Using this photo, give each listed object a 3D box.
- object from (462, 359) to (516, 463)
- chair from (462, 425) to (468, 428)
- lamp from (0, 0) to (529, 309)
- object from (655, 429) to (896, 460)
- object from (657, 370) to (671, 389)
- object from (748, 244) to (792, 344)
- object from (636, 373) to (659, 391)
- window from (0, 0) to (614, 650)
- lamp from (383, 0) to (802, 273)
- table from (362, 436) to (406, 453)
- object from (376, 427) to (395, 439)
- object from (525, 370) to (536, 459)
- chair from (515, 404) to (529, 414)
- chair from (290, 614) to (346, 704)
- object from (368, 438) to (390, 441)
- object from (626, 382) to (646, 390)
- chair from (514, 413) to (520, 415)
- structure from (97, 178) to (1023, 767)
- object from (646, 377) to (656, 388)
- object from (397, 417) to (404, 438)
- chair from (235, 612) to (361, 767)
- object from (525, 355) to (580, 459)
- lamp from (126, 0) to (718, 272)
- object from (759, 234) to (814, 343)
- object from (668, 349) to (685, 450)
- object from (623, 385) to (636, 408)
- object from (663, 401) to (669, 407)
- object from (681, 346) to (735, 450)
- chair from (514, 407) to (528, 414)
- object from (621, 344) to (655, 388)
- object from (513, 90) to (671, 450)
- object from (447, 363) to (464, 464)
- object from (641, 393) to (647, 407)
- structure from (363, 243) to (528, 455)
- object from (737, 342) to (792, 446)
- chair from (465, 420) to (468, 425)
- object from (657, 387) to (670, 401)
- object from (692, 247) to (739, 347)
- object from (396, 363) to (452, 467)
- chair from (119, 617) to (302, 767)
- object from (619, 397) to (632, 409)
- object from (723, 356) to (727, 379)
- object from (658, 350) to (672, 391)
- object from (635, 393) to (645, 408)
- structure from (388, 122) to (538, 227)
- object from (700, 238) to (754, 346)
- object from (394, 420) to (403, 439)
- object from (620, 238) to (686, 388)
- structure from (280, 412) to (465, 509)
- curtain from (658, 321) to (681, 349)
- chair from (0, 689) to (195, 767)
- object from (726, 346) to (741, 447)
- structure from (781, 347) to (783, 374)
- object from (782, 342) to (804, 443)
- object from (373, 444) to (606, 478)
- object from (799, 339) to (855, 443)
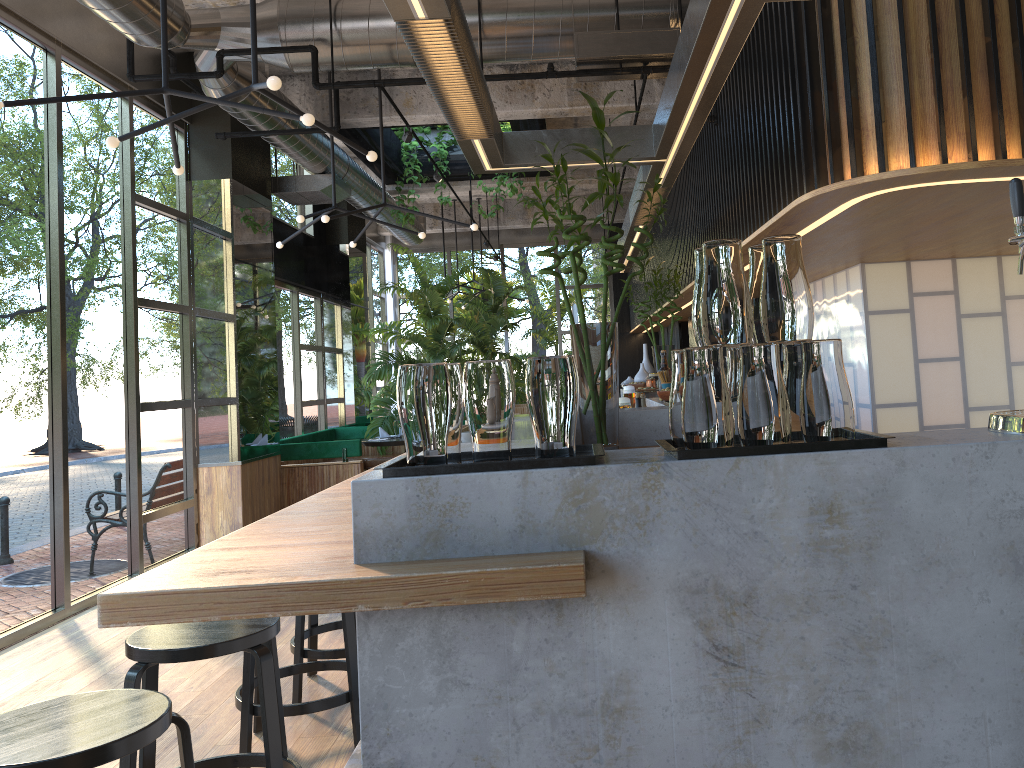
[{"bbox_3d":[-0.043,0.058,1.767,0.103,0.210,0.108,-4,-3,17],"label":"object"},{"bbox_3d":[-0.069,0.709,4.856,0.574,0.972,0.519,-1,-4,-41],"label":"chair"},{"bbox_3d":[0.254,-2.224,6.349,5.084,1.828,18.876,-3,0,4],"label":"lamp"},{"bbox_3d":[0.517,0.120,1.798,0.438,0.019,0.272,-3,0,0],"label":"object"},{"bbox_3d":[0.850,0.004,4.839,0.103,0.162,0.107,-5,-3,36],"label":"object"},{"bbox_3d":[0.544,-0.189,1.870,0.108,0.210,0.102,-2,-3,-14],"label":"object"},{"bbox_3d":[1.037,-0.010,6.882,0.208,0.135,0.810,-3,0,10],"label":"object"},{"bbox_3d":[-1.068,-1.865,6.058,4.138,6.510,20.333,-3,0,4],"label":"window"},{"bbox_3d":[1.998,-2.172,5.406,5.017,2.138,6.679,-3,0,-3],"label":"lamp"},{"bbox_3d":[-1.186,0.990,10.229,1.148,0.753,1.050,-3,-1,-30],"label":"table"},{"bbox_3d":[-1.463,0.565,10.291,0.239,0.139,0.226,-3,-1,-15],"label":"object"},{"bbox_3d":[0.082,0.050,1.832,0.106,0.210,0.104,-3,-3,-4],"label":"object"},{"bbox_3d":[0.167,0.670,7.994,0.538,0.972,0.555,-4,-3,12],"label":"chair"},{"bbox_3d":[-0.760,1.037,4.115,0.518,0.698,0.509,-3,-2,-3],"label":"chair"},{"bbox_3d":[-1.491,0.624,10.030,0.255,0.019,0.157,-3,0,1],"label":"object"},{"bbox_3d":[1.061,0.015,7.503,0.188,0.073,0.232,-3,0,22],"label":"object"},{"bbox_3d":[0.066,0.689,6.438,0.527,0.972,0.566,-4,-3,25],"label":"chair"},{"bbox_3d":[2.500,0.323,5.099,5.847,1.735,7.113,-3,0,2],"label":"structure"},{"bbox_3d":[1.093,-0.001,7.136,0.161,0.107,0.086,-2,-2,-42],"label":"object"},{"bbox_3d":[-1.277,0.496,10.198,0.095,0.246,0.090,-2,-3,-15],"label":"object"},{"bbox_3d":[-0.809,1.045,3.469,0.523,0.698,0.505,-3,-2,-8],"label":"chair"},{"bbox_3d":[0.080,0.051,1.718,0.106,0.210,0.104,-3,-3,-4],"label":"object"},{"bbox_3d":[-0.438,-2.376,10.623,3.796,1.535,9.995,-3,0,1],"label":"lamp"},{"bbox_3d":[0.541,-0.188,1.758,0.108,0.210,0.102,-2,-3,-14],"label":"object"},{"bbox_3d":[0.378,0.030,1.862,0.106,0.210,0.104,-3,-3,-4],"label":"object"},{"bbox_3d":[0.705,0.125,5.301,0.071,0.233,0.078,-5,-4,34],"label":"object"},{"bbox_3d":[0.835,0.085,3.983,0.273,0.019,0.437,-3,0,3],"label":"object"},{"bbox_3d":[0.383,0.031,1.752,0.106,0.210,0.104,-3,-3,-4],"label":"object"},{"bbox_3d":[0.105,0.680,7.186,0.568,0.972,0.525,-2,-3,-23],"label":"chair"},{"bbox_3d":[1.137,-0.152,7.756,0.331,0.399,0.303,-1,-3,-40],"label":"object"},{"bbox_3d":[0.339,-0.502,3.664,0.668,1.554,0.588,-3,-3,7],"label":"object"},{"bbox_3d":[-0.147,0.064,1.823,0.103,0.210,0.108,-4,-3,17],"label":"object"},{"bbox_3d":[0.631,0.149,4.257,0.073,0.211,0.067,-1,-4,-31],"label":"object"},{"bbox_3d":[-0.916,-0.333,12.654,2.488,3.446,2.601,-3,-2,-13],"label":"structure"},{"bbox_3d":[0.492,0.025,1.744,0.108,0.210,0.102,-2,-3,-14],"label":"object"},{"bbox_3d":[0.002,0.699,5.624,0.573,0.972,0.519,-1,-4,-38],"label":"chair"},{"bbox_3d":[0.842,0.050,4.581,0.188,0.073,0.232,-3,0,22],"label":"object"},{"bbox_3d":[0.426,-0.182,1.858,0.108,0.210,0.102,-2,-3,-14],"label":"object"},{"bbox_3d":[-0.167,0.066,1.715,0.103,0.210,0.108,-4,-3,17],"label":"object"},{"bbox_3d":[-0.876,1.056,2.562,0.524,0.698,0.503,-3,-2,-10],"label":"chair"},{"bbox_3d":[0.629,0.161,5.080,0.112,0.172,0.136,-3,-2,-4],"label":"object"},{"bbox_3d":[0.897,-0.014,3.866,0.110,0.210,0.100,0,-4,-43],"label":"object"},{"bbox_3d":[0.864,-0.055,5.010,0.071,0.277,0.078,-6,-4,38],"label":"object"},{"bbox_3d":[0.617,0.147,4.185,0.067,0.215,0.169,-5,-3,28],"label":"object"},{"bbox_3d":[-0.508,-2.779,11.375,2.080,1.521,1.469,-4,-2,30],"label":"structure"},{"bbox_3d":[0.424,-0.181,1.767,0.108,0.210,0.102,-2,-3,-14],"label":"object"},{"bbox_3d":[-1.281,0.516,10.029,0.100,0.210,0.110,-5,-4,36],"label":"object"},{"bbox_3d":[1.281,-0.589,7.769,0.640,1.554,0.612,-6,-4,40],"label":"object"},{"bbox_3d":[0.174,0.546,5.927,6.028,1.553,20.085,-3,0,4],"label":"structure"},{"bbox_3d":[2.532,0.081,14.113,0.121,2.064,3.269,-3,-1,4],"label":"curtain"},{"bbox_3d":[-0.929,1.065,1.852,0.503,0.698,0.525,-4,-2,15],"label":"chair"},{"bbox_3d":[0.493,0.024,1.853,0.108,0.210,0.102,-2,-3,-14],"label":"object"},{"bbox_3d":[3.031,0.323,9.195,0.550,1.599,0.837,-3,-3,3],"label":"structure"},{"bbox_3d":[0.612,0.017,1.856,0.108,0.210,0.102,-2,-3,-14],"label":"object"},{"bbox_3d":[-0.032,0.152,1.788,0.438,0.019,0.272,-3,0,0],"label":"object"},{"bbox_3d":[0.614,0.018,1.740,0.108,0.210,0.102,-2,-3,-14],"label":"object"}]
